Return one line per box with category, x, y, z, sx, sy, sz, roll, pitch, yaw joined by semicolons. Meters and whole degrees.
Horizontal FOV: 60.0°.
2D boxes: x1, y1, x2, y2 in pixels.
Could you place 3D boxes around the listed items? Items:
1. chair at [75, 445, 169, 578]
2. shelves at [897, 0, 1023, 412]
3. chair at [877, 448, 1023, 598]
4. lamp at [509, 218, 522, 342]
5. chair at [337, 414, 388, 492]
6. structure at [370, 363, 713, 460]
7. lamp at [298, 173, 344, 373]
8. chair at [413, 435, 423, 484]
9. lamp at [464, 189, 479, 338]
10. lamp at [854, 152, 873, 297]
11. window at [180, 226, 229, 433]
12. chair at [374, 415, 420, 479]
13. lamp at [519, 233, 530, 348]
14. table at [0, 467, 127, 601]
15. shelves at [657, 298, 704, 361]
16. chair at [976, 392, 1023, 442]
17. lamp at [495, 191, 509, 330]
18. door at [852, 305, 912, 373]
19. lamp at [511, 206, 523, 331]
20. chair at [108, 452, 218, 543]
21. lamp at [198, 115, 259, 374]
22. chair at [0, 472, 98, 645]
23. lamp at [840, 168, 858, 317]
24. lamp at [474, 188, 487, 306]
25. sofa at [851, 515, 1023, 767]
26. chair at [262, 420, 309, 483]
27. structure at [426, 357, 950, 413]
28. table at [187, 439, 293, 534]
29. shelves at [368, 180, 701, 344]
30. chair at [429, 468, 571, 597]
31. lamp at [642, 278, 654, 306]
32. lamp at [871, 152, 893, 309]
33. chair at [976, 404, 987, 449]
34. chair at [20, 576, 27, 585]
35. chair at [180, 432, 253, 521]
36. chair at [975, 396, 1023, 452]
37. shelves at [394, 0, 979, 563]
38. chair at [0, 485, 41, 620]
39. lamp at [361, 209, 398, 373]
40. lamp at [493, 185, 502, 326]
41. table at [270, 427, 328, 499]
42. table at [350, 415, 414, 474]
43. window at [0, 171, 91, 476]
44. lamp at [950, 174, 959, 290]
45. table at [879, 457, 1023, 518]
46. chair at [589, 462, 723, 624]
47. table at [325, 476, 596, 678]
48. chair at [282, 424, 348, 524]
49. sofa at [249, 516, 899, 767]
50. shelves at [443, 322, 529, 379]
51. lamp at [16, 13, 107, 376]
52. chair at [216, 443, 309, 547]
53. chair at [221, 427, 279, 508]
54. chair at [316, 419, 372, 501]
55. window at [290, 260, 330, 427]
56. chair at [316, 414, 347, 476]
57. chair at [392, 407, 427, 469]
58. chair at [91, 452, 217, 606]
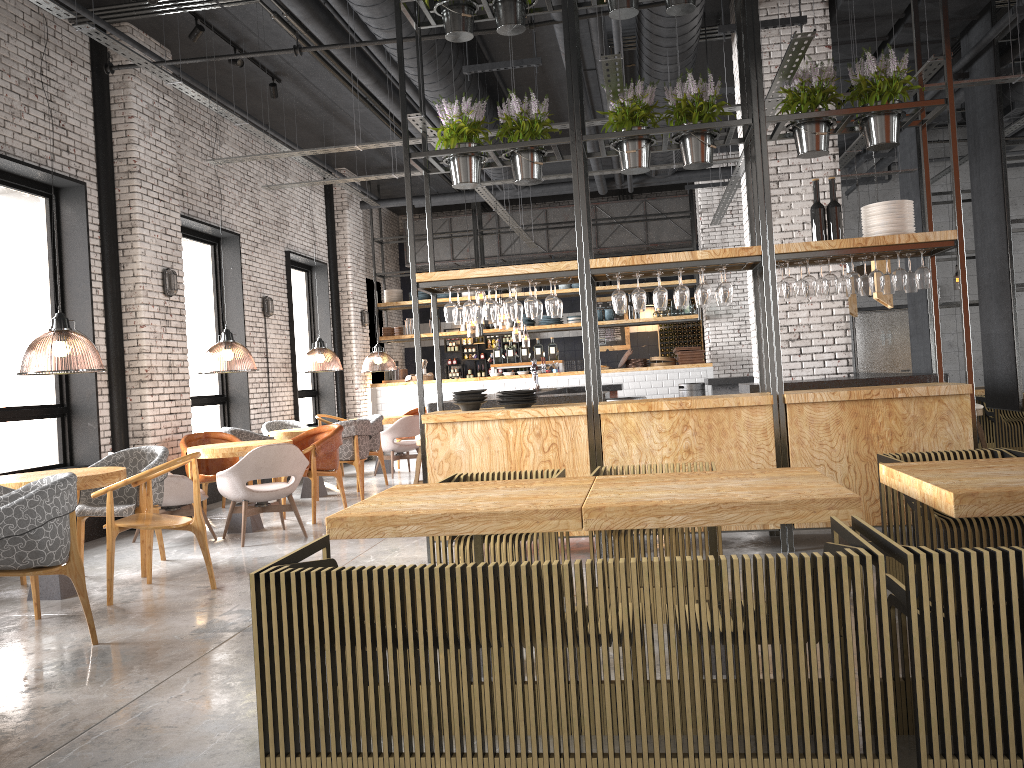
chair;-2.833;0.946;6.653;0.681;0.929;0.644;-4;0;18
shelves;5.337;-1.946;8.967;1.003;4.368;6.148;-4;0;9
chair;2.292;0.729;4.472;0.657;0.730;0.638;-4;0;8
lamp;0.014;-1.302;10.654;0.108;1.599;0.108;-3;-1;-10
chair;-1.846;0.858;11.067;0.644;0.929;0.680;-3;-1;-37
structure;0.562;0.490;15.613;5.799;1.346;1.511;-3;0;9
lamp;-2.346;-1.346;10.588;0.537;2.406;0.536;-3;-1;-39
chair;-0.685;0.845;8.120;0.481;0.806;0.438;-3;-1;-33
lamp;-0.407;-1.232;8.255;0.108;1.599;0.108;-4;-1;41
lamp;3.274;-1.511;8.357;0.127;1.395;0.127;-4;-1;9
window;-3.800;-0.553;10.760;0.365;2.697;1.535;-4;-1;9
chair;-1.522;0.864;12.325;0.771;0.851;0.802;-3;0;-32
lamp;0.144;-1.288;11.890;0.108;1.599;0.108;-4;-1;41
table;-3.051;1.009;5.896;0.932;0.810;0.931;-3;0;-34
shelves;3.476;-0.672;18.222;0.889;2.149;0.251;-4;-1;9
chair;5.744;0.478;10.607;0.657;0.730;0.638;-4;0;9
lamp;-0.129;-1.305;9.341;0.108;1.462;0.108;-3;-1;-20
door;6.390;-0.278;15.141;1.120;2.103;0.158;-4;-1;9
lamp;0.043;-1.478;11.310;0.108;1.599;0.108;-4;-1;41
chair;-3.087;0.988;7.796;0.803;0.851;0.770;-3;0;-32
lamp;-2.702;-1.310;8.246;0.537;2.406;0.536;-3;-1;-39
chair;-2.457;0.937;4.469;0.644;0.929;0.680;-3;0;-32
lamp;3.376;-1.445;8.999;0.127;1.547;0.127;-4;-1;9
lamp;-0.345;-1.538;8.793;0.108;1.599;0.108;-4;-1;41
sofa;2.009;0.758;2.535;1.805;0.730;0.640;-3;0;9
chair;-2.807;0.917;11.143;0.681;0.929;0.643;-3;-1;-37
structure;1.828;0.344;10.264;4.309;1.534;5.877;-3;0;9
table;-2.484;0.959;8.196;0.932;0.810;0.931;-3;0;-34
shelves;0.347;-2.446;15.734;5.676;3.067;0.597;-4;-1;9
chair;-0.044;0.870;4.801;0.657;0.730;0.638;-4;0;10
lamp;2.747;-2.083;18.232;0.390;0.937;0.390;-4;-1;11
lamp;3.181;-1.425;7.713;0.127;1.547;0.127;-4;-1;9
chair;3.905;0.565;7.712;0.480;0.806;0.438;-3;-1;-18
chair;-3.827;1.015;6.132;0.643;0.921;0.612;-4;0;16
chair;-2.949;0.940;8.801;0.681;0.929;0.643;-3;-1;-39
chair;5.613;0.491;9.874;0.657;0.730;0.638;-4;0;8
shelves;1.103;-1.358;6.239;3.658;5.020;0.690;-4;-1;9
chair;-3.171;0.977;5.076;0.681;0.929;0.644;-4;0;8
lamp;-1.999;-1.382;12.879;0.537;2.406;0.536;-3;-1;-39
lamp;-0.159;-1.457;9.975;0.108;1.599;0.108;-4;-1;41
table;-2.370;0.938;10.518;0.932;0.810;0.931;-3;0;-34
table;-1.874;0.893;12.874;0.932;0.810;0.931;-3;0;-39
window;-4.280;-0.504;7.596;0.365;2.697;1.535;-4;-1;9
lamp;5.745;-2.021;11.523;0.108;1.599;0.108;-4;-1;41
table;2.138;0.727;3.529;0.996;0.763;1.000;-4;0;9
chair;0.772;0.821;4.692;0.657;0.730;0.638;-4;0;11
table;-0.138;0.865;3.874;0.996;0.763;1.000;-4;0;9
chair;-1.905;0.876;8.738;0.644;0.929;0.680;-3;-1;-44
sofa;0.177;0.869;2.812;1.805;0.730;0.640;-3;0;9
shelves;-0.544;-0.534;18.879;1.761;1.482;0.157;-4;-1;9
lamp;-3.057;-1.273;5.904;0.537;2.406;0.536;-3;-1;-39
chair;-2.132;0.930;7.648;0.771;0.851;0.802;-3;0;-32
chair;-3.039;0.937;10.169;0.644;0.929;0.680;-3;-1;-37
chair;-1.874;0.866;10.046;0.681;0.929;0.643;-3;-1;-37
window;-3.320;-0.602;13.927;0.365;2.697;1.535;-4;-1;9
chair;-2.606;0.896;13.078;0.643;0.921;0.612;-4;0;16
chair;-1.352;0.813;13.414;0.681;0.929;0.644;-4;0;31
chair;-2.280;0.921;5.807;0.644;0.921;0.612;-4;0;1
